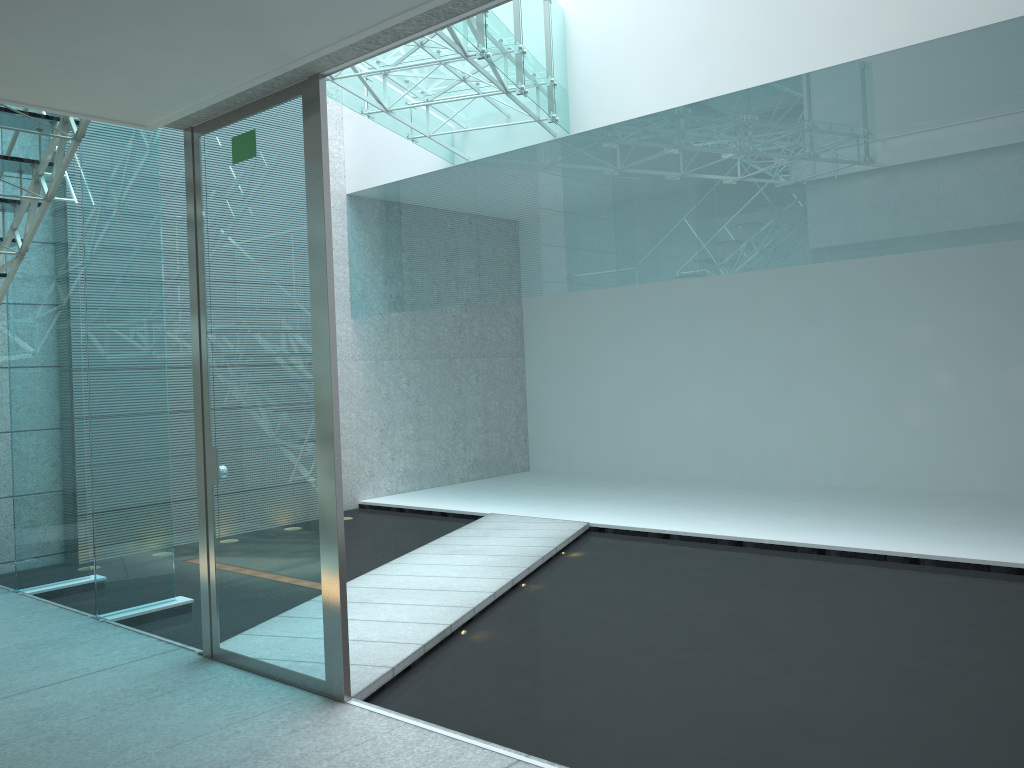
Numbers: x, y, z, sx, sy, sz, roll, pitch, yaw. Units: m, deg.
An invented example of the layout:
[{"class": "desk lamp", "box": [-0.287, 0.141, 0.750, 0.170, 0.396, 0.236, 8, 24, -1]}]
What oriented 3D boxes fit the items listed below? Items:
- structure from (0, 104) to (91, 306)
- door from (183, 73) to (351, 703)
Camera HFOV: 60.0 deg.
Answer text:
[{"class": "structure", "box": [-2.850, -1.885, 3.555, 3.292, 6.012, 1.911, -3, -1, 41]}, {"class": "door", "box": [-0.887, 0.005, 3.186, 0.864, 2.066, 0.076, -3, -2, 41]}]
